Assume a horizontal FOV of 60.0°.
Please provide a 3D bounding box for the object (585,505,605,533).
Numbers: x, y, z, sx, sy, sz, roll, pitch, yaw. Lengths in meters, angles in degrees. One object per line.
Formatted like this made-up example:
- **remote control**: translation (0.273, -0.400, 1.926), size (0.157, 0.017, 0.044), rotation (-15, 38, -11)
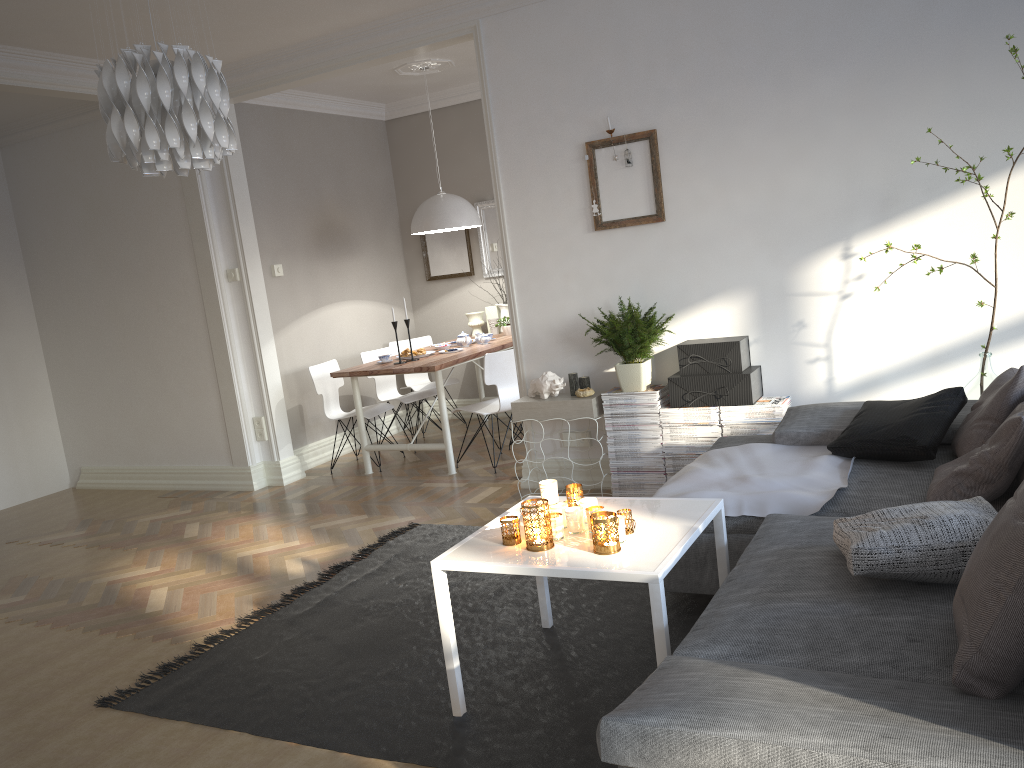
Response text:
- **object**: translation (0.259, 0.418, 2.734), size (0.060, 0.073, 0.060), rotation (-14, 11, -36)

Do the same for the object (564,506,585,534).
- **object**: translation (0.196, 0.424, 2.754), size (0.060, 0.073, 0.060), rotation (-10, 9, -15)

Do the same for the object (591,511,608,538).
- **object**: translation (0.270, 0.426, 2.671), size (0.060, 0.073, 0.060), rotation (-14, 11, -36)

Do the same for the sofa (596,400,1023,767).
- **sofa**: translation (1.042, 0.509, 2.687), size (1.555, 0.774, 2.625), rotation (-3, 9, 28)

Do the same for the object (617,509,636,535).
- **object**: translation (0.347, 0.417, 2.687), size (0.054, 0.068, 0.047), rotation (-9, 9, -11)

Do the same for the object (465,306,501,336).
- **object**: translation (-0.240, -0.536, 7.532), size (0.310, 0.228, 0.172), rotation (-10, 9, -18)

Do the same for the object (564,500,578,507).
- **object**: translation (0.191, 0.412, 2.888), size (0.052, 0.058, 0.050), rotation (-8, 9, -2)

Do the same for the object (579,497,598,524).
- **object**: translation (0.248, 0.405, 2.835), size (0.060, 0.073, 0.060), rotation (-14, 11, -36)

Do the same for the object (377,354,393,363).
- **object**: translation (-0.893, -0.177, 6.237), size (0.116, 0.056, 0.137), rotation (-12, 10, -30)

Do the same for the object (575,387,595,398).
- **object**: translation (0.395, 0.045, 4.787), size (0.099, 0.046, 0.104), rotation (-10, 9, -15)

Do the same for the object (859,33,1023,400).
- **object**: translation (1.814, -0.546, 3.676), size (0.775, 1.678, 0.339), rotation (-9, 9, -12)

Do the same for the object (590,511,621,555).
- **object**: translation (0.268, 0.428, 2.547), size (0.080, 0.104, 0.080), rotation (-4, 9, 19)

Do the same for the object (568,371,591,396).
- **object**: translation (0.371, -0.010, 4.881), size (0.123, 0.134, 0.061), rotation (-11, 9, -20)

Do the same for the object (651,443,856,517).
- **object**: translation (0.947, 0.523, 3.436), size (0.726, 0.438, 0.809), rotation (-3, 9, 27)

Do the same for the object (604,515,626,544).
- **object**: translation (0.305, 0.430, 2.613), size (0.060, 0.073, 0.060), rotation (-9, 9, -9)

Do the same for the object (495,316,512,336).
- **object**: translation (-0.037, -0.473, 7.148), size (0.177, 0.162, 0.169), rotation (-11, 9, -20)

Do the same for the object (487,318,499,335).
- **object**: translation (-0.149, -0.479, 7.405), size (0.094, 0.132, 0.096), rotation (-8, 9, -5)

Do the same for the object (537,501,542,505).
- **object**: translation (0.108, 0.416, 2.869), size (0.056, 0.067, 0.056), rotation (-9, 9, -9)

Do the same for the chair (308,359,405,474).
- **chair**: translation (-1.129, 0.216, 6.447), size (0.479, 0.787, 0.430), rotation (-4, 9, 18)

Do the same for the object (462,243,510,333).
- **object**: translation (-0.053, -0.812, 7.324), size (0.698, 0.783, 0.351), rotation (-6, 9, 11)

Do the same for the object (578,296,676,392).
- **object**: translation (0.611, -0.203, 4.657), size (0.438, 0.528, 0.367), rotation (-3, 10, 28)

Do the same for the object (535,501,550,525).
- **object**: translation (0.109, 0.418, 2.870), size (0.060, 0.073, 0.060), rotation (-6, 9, 8)

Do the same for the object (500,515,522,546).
- **object**: translation (-0.004, 0.450, 2.727), size (0.060, 0.079, 0.059), rotation (-4, 9, 19)

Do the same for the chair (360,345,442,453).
- **chair**: translation (-0.840, 0.104, 6.962), size (0.479, 0.787, 0.430), rotation (-1, 11, 38)

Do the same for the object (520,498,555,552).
- **object**: translation (0.074, 0.421, 2.649), size (0.090, 0.140, 0.086), rotation (-8, 9, -1)

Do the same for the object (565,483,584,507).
- **object**: translation (0.214, 0.383, 3.003), size (0.060, 0.079, 0.060), rotation (-4, 9, 23)

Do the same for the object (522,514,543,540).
- **object**: translation (0.066, 0.445, 2.725), size (0.060, 0.073, 0.060), rotation (-5, 9, 17)

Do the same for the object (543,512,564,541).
- **object**: translation (0.130, 0.437, 2.718), size (0.060, 0.073, 0.060), rotation (-5, 9, 17)

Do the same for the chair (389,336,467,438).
- **chair**: translation (-0.721, 0.007, 7.529), size (0.431, 0.787, 0.478), rotation (-13, 10, -30)

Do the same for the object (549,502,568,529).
- **object**: translation (0.152, 0.420, 2.819), size (0.060, 0.073, 0.060), rotation (-6, 9, 8)

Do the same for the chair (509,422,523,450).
- **chair**: translation (0.233, 0.047, 6.387), size (0.479, 0.787, 0.430), rotation (-2, 10, 33)

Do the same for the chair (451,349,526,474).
- **chair**: translation (-0.122, 0.155, 5.958), size (0.431, 0.787, 0.479), rotation (-15, 12, -41)

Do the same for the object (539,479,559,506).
- **object**: translation (0.119, 0.348, 2.833), size (0.060, 0.073, 0.060), rotation (1, 12, 44)

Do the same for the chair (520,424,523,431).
- **chair**: translation (0.297, -0.052, 7.021), size (0.479, 0.787, 0.430), rotation (-4, 9, 18)

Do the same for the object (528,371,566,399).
- **object**: translation (0.192, 0.002, 4.907), size (0.137, 0.150, 0.310), rotation (-13, 10, -31)
